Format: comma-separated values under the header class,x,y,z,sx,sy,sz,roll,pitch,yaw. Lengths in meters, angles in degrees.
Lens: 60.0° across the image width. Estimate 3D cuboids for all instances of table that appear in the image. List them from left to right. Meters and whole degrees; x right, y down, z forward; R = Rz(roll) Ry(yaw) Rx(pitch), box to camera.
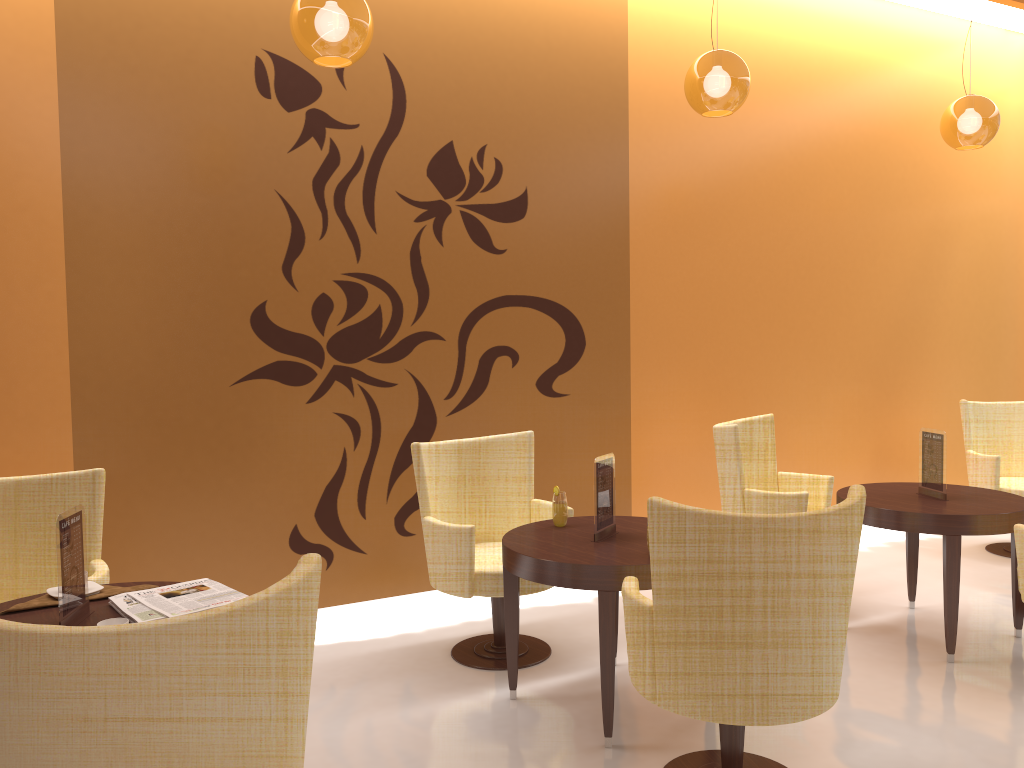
class,x,y,z,sx,sy,sz,roll,pitch,yaw
table,-1.236,1.040,2.629,0.874,0.679,0.872,0,3,8
table,0.402,0.961,3.616,0.874,0.679,0.872,-1,3,3
table,2.066,0.894,4.383,0.874,0.679,0.872,0,3,8

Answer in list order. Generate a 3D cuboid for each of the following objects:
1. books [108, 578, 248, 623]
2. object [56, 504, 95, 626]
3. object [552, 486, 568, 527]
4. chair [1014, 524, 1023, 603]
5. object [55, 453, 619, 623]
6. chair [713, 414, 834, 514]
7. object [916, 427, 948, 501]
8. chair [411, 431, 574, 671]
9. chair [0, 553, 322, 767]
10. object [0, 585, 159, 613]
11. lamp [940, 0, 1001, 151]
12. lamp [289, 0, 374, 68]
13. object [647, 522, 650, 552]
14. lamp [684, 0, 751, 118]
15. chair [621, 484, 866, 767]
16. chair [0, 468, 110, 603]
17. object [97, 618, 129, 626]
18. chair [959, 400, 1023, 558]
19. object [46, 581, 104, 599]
class,x,y,z,sx,sy,sz,roll,pitch,yaw
books,-1.016,0.673,2.741,0.345,0.035,0.367,-3,4,-38
object,-1.293,0.534,2.610,0.042,0.335,0.209,-1,3,-5
object,0.204,0.527,3.823,0.072,0.171,0.067,0,3,20
chair,2.504,0.755,3.710,0.729,1.017,0.685,-3,4,-31
object,-0.445,0.493,3.133,2.090,0.335,0.187,-3,4,-32
chair,1.475,0.704,4.934,0.685,1.017,0.729,1,4,30
object,2.067,0.388,4.360,0.042,0.335,0.209,-1,3,-10
chair,-0.086,0.765,4.238,0.729,1.017,0.685,-3,4,-40
chair,-0.798,0.901,1.956,0.729,1.017,0.685,-3,4,-31
object,-1.420,0.677,2.898,0.464,0.021,0.239,-3,4,-32
lamp,2.517,-2.054,4.861,0.299,1.500,0.299,-3,4,-28
lamp,-0.660,-1.914,3.173,0.299,1.500,0.299,0,3,15
object,0.541,0.549,3.327,0.072,0.171,0.067,2,4,44
lamp,0.928,-1.984,4.017,0.299,1.500,0.299,-1,3,-3
chair,0.739,0.828,2.870,0.729,1.017,0.685,-1,3,-11
chair,-1.827,0.849,3.176,0.729,1.017,0.685,-3,4,-29
object,-1.066,0.672,2.371,0.153,0.069,0.153,-1,3,-2
chair,3.438,0.617,5.977,0.729,1.017,0.685,-1,3,4
object,-1.418,0.649,2.878,0.153,0.069,0.153,-4,4,-44
